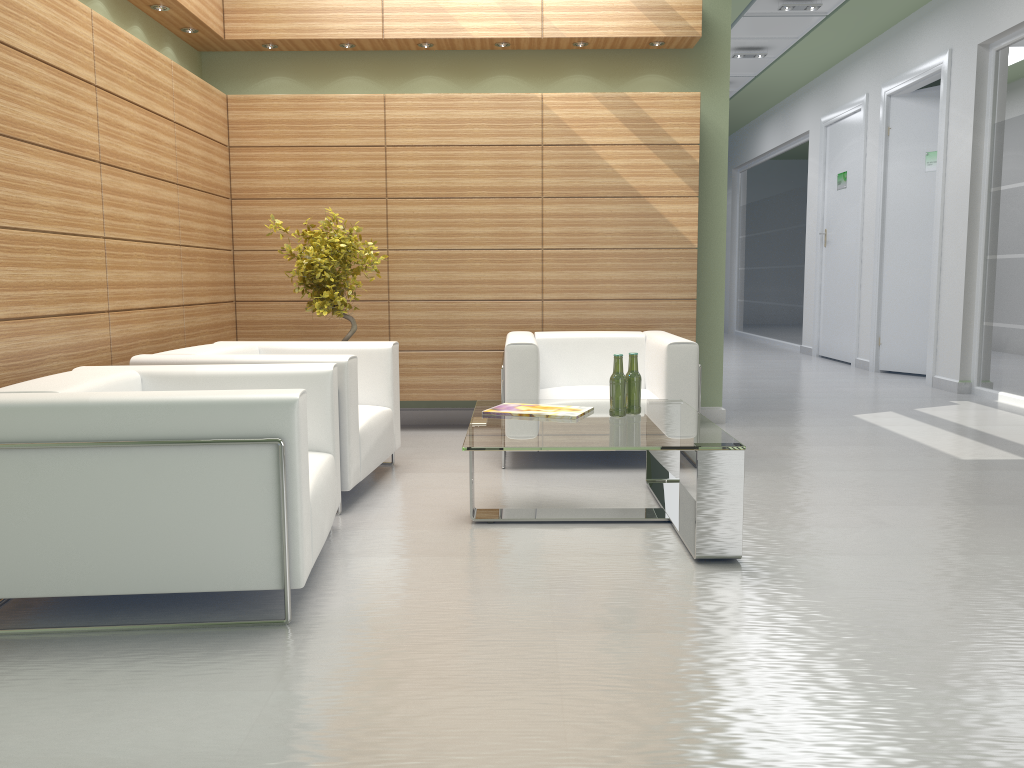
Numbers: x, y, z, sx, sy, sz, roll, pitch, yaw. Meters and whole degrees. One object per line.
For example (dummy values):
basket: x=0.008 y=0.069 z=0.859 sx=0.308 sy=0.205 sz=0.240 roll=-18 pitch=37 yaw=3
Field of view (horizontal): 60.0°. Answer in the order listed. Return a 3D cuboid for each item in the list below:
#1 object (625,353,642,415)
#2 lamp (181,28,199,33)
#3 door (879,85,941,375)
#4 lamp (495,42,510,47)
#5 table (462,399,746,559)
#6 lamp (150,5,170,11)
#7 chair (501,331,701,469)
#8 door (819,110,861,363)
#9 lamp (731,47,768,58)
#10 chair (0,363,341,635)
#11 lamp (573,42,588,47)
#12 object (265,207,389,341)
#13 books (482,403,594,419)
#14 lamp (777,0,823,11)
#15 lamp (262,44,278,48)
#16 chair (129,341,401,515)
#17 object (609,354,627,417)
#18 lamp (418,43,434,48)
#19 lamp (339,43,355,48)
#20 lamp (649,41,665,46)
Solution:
object: x=0.935 y=-0.005 z=6.854 sx=0.131 sy=0.475 sz=0.131 roll=-5 pitch=8 yaw=-35
lamp: x=-3.501 y=-3.866 z=9.631 sx=0.181 sy=0.074 sz=0.181 roll=-2 pitch=7 yaw=-16
door: x=7.545 y=-2.691 z=15.757 sx=0.134 sy=5.083 sz=2.089 roll=-4 pitch=8 yaw=-29
lamp: x=-0.109 y=-3.958 z=10.277 sx=0.181 sy=0.074 sz=0.181 roll=-1 pitch=7 yaw=-5
table: x=0.579 y=0.632 z=6.678 sx=1.783 sy=0.742 sz=2.197 roll=0 pitch=7 yaw=0
lamp: x=-3.505 y=-3.771 z=8.829 sx=0.181 sy=0.074 sz=0.181 roll=-4 pitch=8 yaw=-28
chair: x=0.847 y=0.112 z=9.201 sx=1.894 sy=1.234 sz=1.802 roll=0 pitch=7 yaw=0
door: x=6.974 y=-3.065 z=18.943 sx=0.250 sy=5.083 sz=2.089 roll=0 pitch=7 yaw=0
lamp: x=4.782 y=-6.667 z=17.852 sx=0.657 sy=0.159 sz=0.286 roll=0 pitch=7 yaw=0
chair: x=-2.041 y=0.566 z=5.475 sx=1.802 sy=1.234 sz=1.894 roll=-1 pitch=7 yaw=-5
lamp: x=0.794 y=-3.962 z=10.272 sx=0.181 sy=0.074 sz=0.181 roll=-6 pitch=9 yaw=-39
object: x=-1.967 y=-0.569 z=9.327 sx=1.201 sy=2.565 sz=1.116 roll=-4 pitch=8 yaw=-31
books: x=0.211 y=0.210 z=6.984 sx=0.762 sy=0.025 sz=0.508 roll=2 pitch=7 yaw=20
lamp: x=4.767 y=-6.293 z=14.686 sx=0.657 sy=0.159 sz=0.286 roll=0 pitch=7 yaw=0
lamp: x=-2.809 y=-3.947 z=10.290 sx=0.181 sy=0.074 sz=0.181 roll=-1 pitch=7 yaw=-5
chair: x=-2.014 y=0.293 z=7.784 sx=1.769 sy=1.234 sz=1.894 roll=0 pitch=7 yaw=5
object: x=0.805 y=0.010 z=6.735 sx=0.131 sy=0.475 sz=0.131 roll=-5 pitch=8 yaw=-35
lamp: x=-1.000 y=-3.954 z=10.281 sx=0.181 sy=0.074 sz=0.181 roll=-6 pitch=9 yaw=-39
lamp: x=-1.910 y=-3.951 z=10.286 sx=0.181 sy=0.074 sz=0.181 roll=-1 pitch=7 yaw=-5
lamp: x=1.679 y=-3.966 z=10.268 sx=0.181 sy=0.074 sz=0.181 roll=-1 pitch=7 yaw=-5
